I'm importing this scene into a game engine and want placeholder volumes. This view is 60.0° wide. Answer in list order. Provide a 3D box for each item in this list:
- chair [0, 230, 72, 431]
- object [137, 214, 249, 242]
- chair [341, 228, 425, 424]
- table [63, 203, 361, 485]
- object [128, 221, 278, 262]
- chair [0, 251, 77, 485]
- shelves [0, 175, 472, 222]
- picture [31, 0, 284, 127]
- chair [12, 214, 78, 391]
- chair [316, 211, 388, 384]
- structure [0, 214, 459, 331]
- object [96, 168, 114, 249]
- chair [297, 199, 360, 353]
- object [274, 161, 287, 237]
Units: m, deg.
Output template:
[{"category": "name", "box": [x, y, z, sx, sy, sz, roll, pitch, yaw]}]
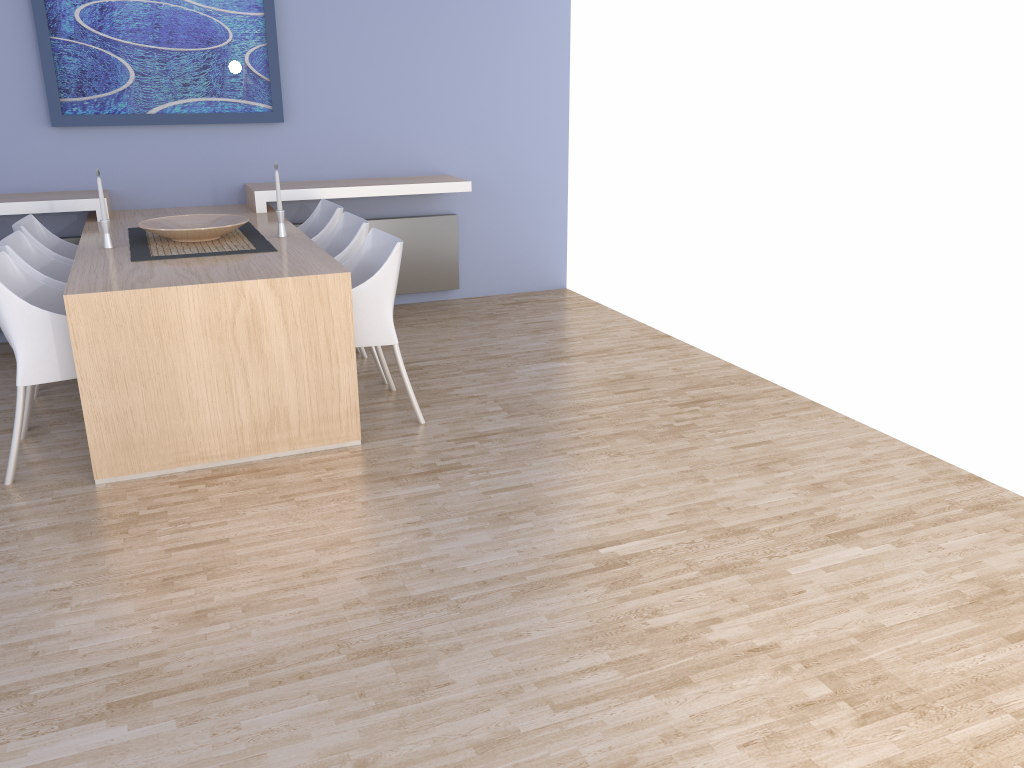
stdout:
[{"category": "chair", "box": [-1.978, -0.273, 3.976, 0.486, 0.793, 0.510, -8, 20, -21]}, {"category": "object", "box": [-1.487, -0.724, 4.162, 0.493, 0.081, 0.493, -1, 19, -4]}, {"category": "chair", "box": [-0.698, -0.248, 3.885, 0.486, 0.793, 0.510, -8, 20, -21]}, {"category": "table", "box": [-1.530, -0.372, 4.380, 1.002, 0.718, 2.340, -8, 20, -21]}, {"category": "object", "box": [-1.482, -0.684, 4.175, 0.594, 0.005, 0.986, -8, 20, -22]}, {"category": "chair", "box": [-1.759, -0.104, 3.473, 0.486, 0.793, 0.510, -8, 20, -21]}, {"category": "shelves", "box": [-2.139, -0.671, 5.088, 3.901, 0.840, 0.463, -8, 20, -21]}, {"category": "picture", "box": [-1.953, -1.920, 4.958, 1.252, 0.901, 0.049, -8, 20, -21]}, {"category": "chair", "box": [-2.196, -0.441, 4.480, 0.486, 0.793, 0.510, -8, 20, -21]}, {"category": "chair", "box": [-0.925, -0.423, 4.407, 0.486, 0.793, 0.510, -7, 20, -20]}, {"category": "structure", "box": [-2.146, -0.652, 5.298, 3.843, 0.503, 0.064, -8, 20, -21]}, {"category": "object", "box": [-1.801, -0.774, 3.906, 0.045, 0.349, 0.045, 6, 20, 18]}, {"category": "chair", "box": [-1.149, -0.595, 4.922, 0.486, 0.793, 0.510, -8, 20, -21]}, {"category": "object", "box": [-1.098, -0.869, 4.179, 0.045, 0.349, 0.045, -8, 20, -21]}]
